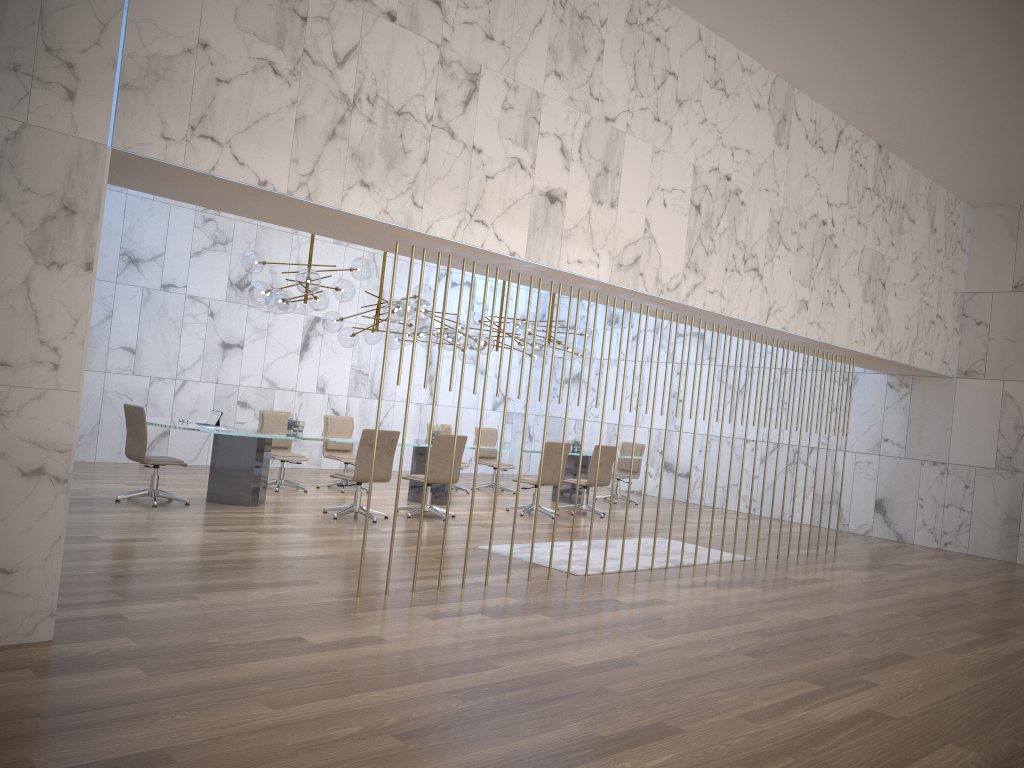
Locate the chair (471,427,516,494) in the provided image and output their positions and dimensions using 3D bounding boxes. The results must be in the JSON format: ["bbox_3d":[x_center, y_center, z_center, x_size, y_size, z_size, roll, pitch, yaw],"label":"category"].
[{"bbox_3d":[-0.283,1.226,14.270,0.697,1.000,0.726,5,-2,45],"label":"chair"}]

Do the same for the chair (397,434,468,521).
[{"bbox_3d":[-0.942,1.069,10.476,0.726,1.000,0.697,7,-2,-44],"label":"chair"}]

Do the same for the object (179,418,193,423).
[{"bbox_3d":[-3.609,0.402,9.814,0.134,0.037,0.096,6,-1,24],"label":"object"}]

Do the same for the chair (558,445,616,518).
[{"bbox_3d":[1.070,1.332,12.468,0.726,1.000,0.697,7,-2,-44],"label":"chair"}]

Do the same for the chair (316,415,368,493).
[{"bbox_3d":[-2.297,0.962,12.277,0.697,1.000,0.726,5,-2,45],"label":"chair"}]

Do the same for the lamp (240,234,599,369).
[{"bbox_3d":[-0.849,-1.641,11.918,5.672,2.716,1.557,7,-2,-45],"label":"lamp"}]

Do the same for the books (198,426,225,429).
[{"bbox_3d":[-3.145,0.454,9.289,0.239,0.012,0.205,5,-2,33],"label":"books"}]

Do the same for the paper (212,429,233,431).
[{"bbox_3d":[-3.048,0.468,9.216,0.210,0.001,0.290,5,-2,38],"label":"paper"}]

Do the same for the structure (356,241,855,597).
[{"bbox_3d":[1.629,0.571,8.607,7.223,2.456,0.023,7,-2,-44],"label":"structure"}]

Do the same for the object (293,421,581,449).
[{"bbox_3d":[-0.773,0.723,12.139,5.112,0.117,0.183,7,-2,-44],"label":"object"}]

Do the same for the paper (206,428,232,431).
[{"bbox_3d":[-3.049,0.469,9.216,0.210,0.001,0.290,5,-2,40],"label":"paper"}]

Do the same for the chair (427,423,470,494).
[{"bbox_3d":[-0.991,1.133,13.570,0.697,1.000,0.726,5,-2,45],"label":"chair"}]

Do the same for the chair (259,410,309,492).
[{"bbox_3d":[-2.997,0.870,11.585,0.697,1.000,0.726,5,-2,45],"label":"chair"}]

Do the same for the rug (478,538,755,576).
[{"bbox_3d":[1.181,1.759,9.235,1.320,0.034,3.025,5,-2,45],"label":"rug"}]

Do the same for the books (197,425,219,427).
[{"bbox_3d":[-3.197,0.445,9.363,0.126,0.012,0.205,5,-2,42],"label":"books"}]

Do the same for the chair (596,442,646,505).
[{"bbox_3d":[1.812,1.465,14.780,0.697,1.000,0.726,7,-2,-44],"label":"chair"}]

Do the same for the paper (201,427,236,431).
[{"bbox_3d":[-3.048,0.468,9.216,0.210,0.001,0.290,5,-2,39],"label":"paper"}]

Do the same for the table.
[{"bbox_3d":[-1.066,1.165,11.937,7.924,0.835,2.092,7,-2,-44],"label":"table"}]

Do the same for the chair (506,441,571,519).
[{"bbox_3d":[0.367,1.240,11.772,0.726,1.000,0.697,7,-2,-44],"label":"chair"}]

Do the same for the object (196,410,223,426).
[{"bbox_3d":[-3.327,0.370,9.722,0.205,0.159,0.255,7,-2,-44],"label":"object"}]

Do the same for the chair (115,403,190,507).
[{"bbox_3d":[-3.745,0.737,9.290,0.697,1.000,0.726,7,-2,-44],"label":"chair"}]

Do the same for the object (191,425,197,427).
[{"bbox_3d":[-3.218,0.453,9.374,0.210,0.001,0.290,5,-2,43],"label":"object"}]

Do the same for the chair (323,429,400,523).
[{"bbox_3d":[-1.650,0.976,9.776,0.726,1.000,0.697,7,-2,-44],"label":"chair"}]

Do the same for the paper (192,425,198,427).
[{"bbox_3d":[-3.218,0.453,9.375,0.210,0.001,0.290,5,-2,44],"label":"paper"}]

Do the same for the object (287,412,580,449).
[{"bbox_3d":[-0.792,0.673,12.184,5.189,0.213,0.124,7,-2,-44],"label":"object"}]
